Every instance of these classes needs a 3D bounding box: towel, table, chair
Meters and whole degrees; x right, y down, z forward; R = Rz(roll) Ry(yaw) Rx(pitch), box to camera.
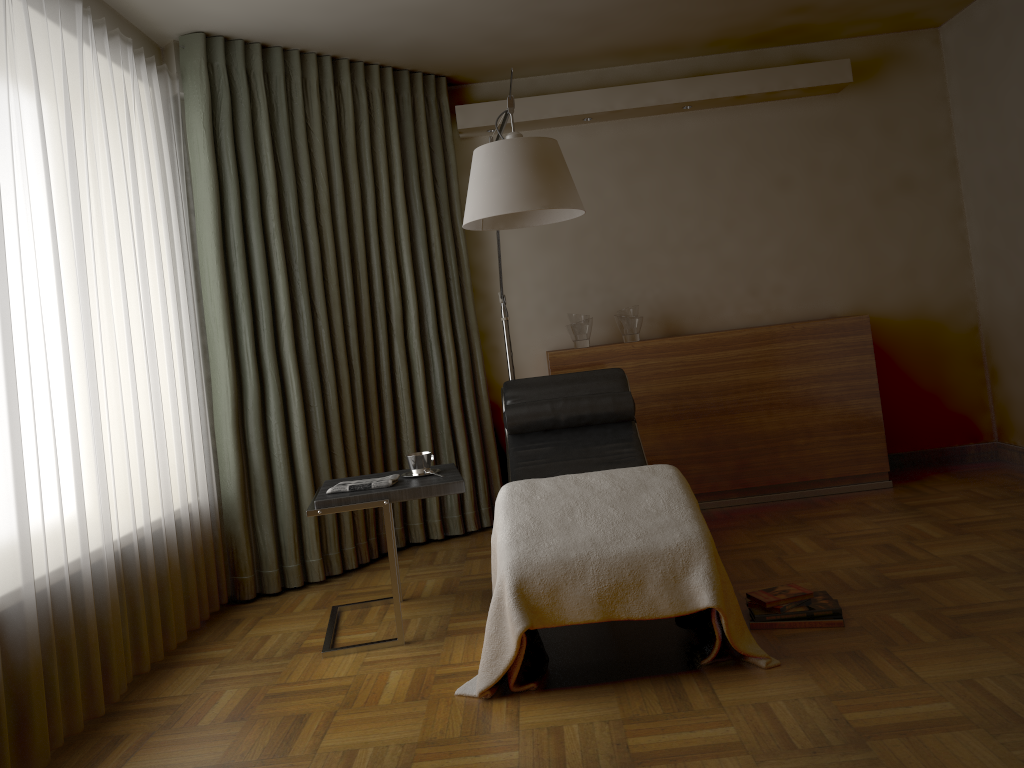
[{"bbox_3d":[-0.533,0.363,3.195,0.240,0.035,0.179,-7,3,5],"label":"towel"},{"bbox_3d":[-0.452,0.381,3.291,0.518,0.045,0.498,-7,3,-8],"label":"table"},{"bbox_3d":[0.275,0.388,3.366,0.635,0.798,1.788,-7,2,1],"label":"chair"}]

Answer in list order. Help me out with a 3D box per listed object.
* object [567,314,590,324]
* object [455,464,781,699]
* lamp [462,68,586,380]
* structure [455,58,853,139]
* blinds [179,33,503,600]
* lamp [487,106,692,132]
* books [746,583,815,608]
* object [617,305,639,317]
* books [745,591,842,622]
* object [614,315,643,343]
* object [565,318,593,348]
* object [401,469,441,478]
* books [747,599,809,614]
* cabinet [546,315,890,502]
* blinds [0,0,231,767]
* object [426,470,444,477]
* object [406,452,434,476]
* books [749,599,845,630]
[{"bbox_3d":[0.363,-0.311,4.752,0.123,0.150,0.122,-7,0,-17],"label":"object"},{"bbox_3d":[0.269,0.566,2.832,0.917,0.521,0.909,-7,2,1],"label":"object"},{"bbox_3d":[0.136,-0.156,3.669,0.451,1.972,1.414,-7,-1,5],"label":"lamp"},{"bbox_3d":[0.778,-1.597,4.975,2.178,0.130,0.273,-7,2,1],"label":"structure"},{"bbox_3d":[-0.774,-0.387,4.336,1.539,2.459,0.223,-6,-2,-44],"label":"blinds"},{"bbox_3d":[0.433,-1.501,4.965,1.157,0.028,0.050,-7,2,1],"label":"lamp"},{"bbox_3d":[0.861,0.679,2.839,0.173,0.018,0.123,-7,3,-15],"label":"books"},{"bbox_3d":[0.630,-0.342,4.750,0.123,0.150,0.122,-7,0,-20],"label":"object"},{"bbox_3d":[0.898,0.712,2.834,0.264,0.020,0.189,-6,3,5],"label":"books"},{"bbox_3d":[0.634,-0.304,4.748,0.156,0.154,0.155,-7,0,-9],"label":"object"},{"bbox_3d":[0.368,-0.272,4.751,0.156,0.154,0.154,-7,0,-42],"label":"object"},{"bbox_3d":[-0.344,0.339,3.335,0.150,0.009,0.150,-6,3,6],"label":"object"},{"bbox_3d":[0.861,0.697,2.845,0.174,0.018,0.123,-9,4,-40],"label":"books"},{"bbox_3d":[1.070,0.157,4.768,1.673,0.865,0.415,-7,-1,1],"label":"cabinet"},{"bbox_3d":[-1.354,-0.176,2.754,0.092,2.296,2.194,-7,0,1],"label":"blinds"},{"bbox_3d":[-0.284,0.329,3.255,0.029,0.019,0.123,-7,3,-30],"label":"object"},{"bbox_3d":[-0.348,0.302,3.343,0.098,0.078,0.111,-7,1,2],"label":"object"},{"bbox_3d":[0.902,0.734,2.816,0.279,0.022,0.201,-6,3,15],"label":"books"}]
